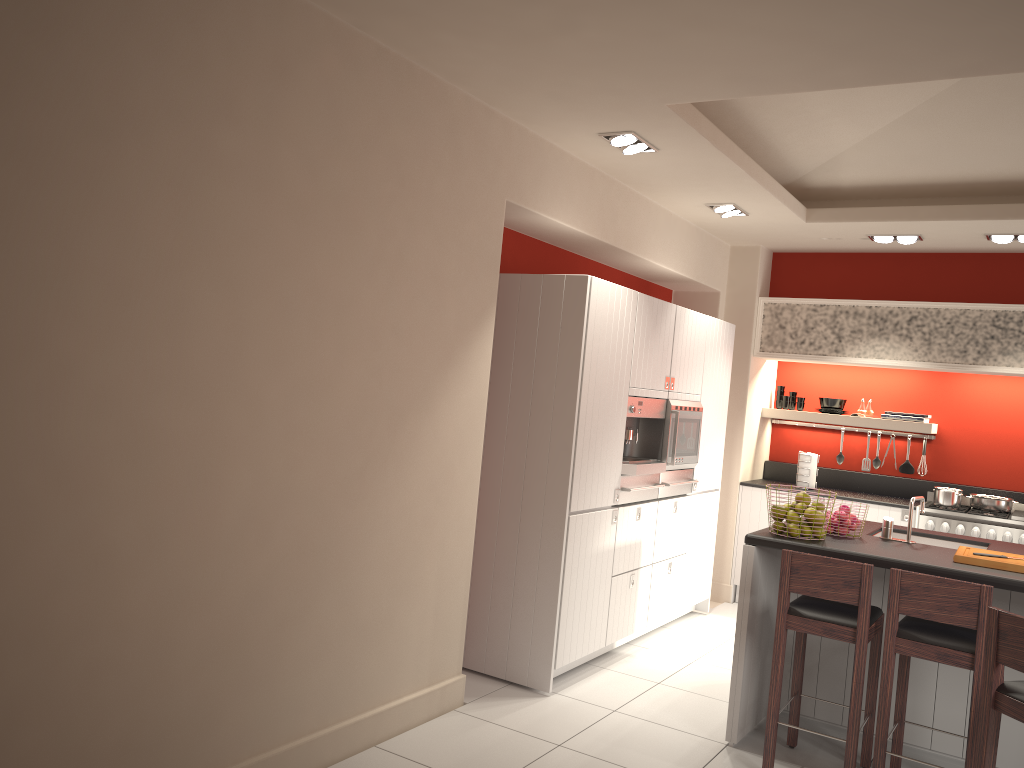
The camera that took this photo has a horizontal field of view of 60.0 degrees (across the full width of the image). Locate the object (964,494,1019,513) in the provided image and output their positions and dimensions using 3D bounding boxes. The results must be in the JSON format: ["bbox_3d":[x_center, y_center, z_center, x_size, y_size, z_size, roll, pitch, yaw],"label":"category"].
[{"bbox_3d":[3.722,0.927,6.892,0.309,0.105,0.309,5,0,-31],"label":"object"}]

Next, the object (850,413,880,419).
[{"bbox_3d":[3.001,0.270,7.536,0.183,0.027,0.160,5,0,-30],"label":"object"}]

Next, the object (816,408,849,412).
[{"bbox_3d":[2.777,0.232,7.702,0.280,0.016,0.280,5,0,31],"label":"object"}]

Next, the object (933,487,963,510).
[{"bbox_3d":[3.321,0.871,6.762,0.201,0.148,0.201,5,0,24],"label":"object"}]

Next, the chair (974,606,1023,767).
[{"bbox_3d":[1.923,1.317,3.031,0.474,1.008,0.383,5,0,-18],"label":"chair"}]

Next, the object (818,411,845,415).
[{"bbox_3d":[2.775,0.254,7.702,0.280,0.016,0.280,5,0,31],"label":"object"}]

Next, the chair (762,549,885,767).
[{"bbox_3d":[1.451,1.272,4.079,0.383,1.008,0.474,5,0,32],"label":"chair"}]

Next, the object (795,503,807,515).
[{"bbox_3d":[1.425,0.615,4.369,0.062,0.061,0.057,6,0,-44],"label":"object"}]

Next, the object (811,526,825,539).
[{"bbox_3d":[1.501,0.724,4.350,0.068,0.068,0.068,5,0,43],"label":"object"}]

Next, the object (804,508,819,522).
[{"bbox_3d":[1.458,0.636,4.320,0.067,0.068,0.067,5,0,-6],"label":"object"}]

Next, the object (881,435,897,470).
[{"bbox_3d":[3.219,0.575,7.547,0.124,0.297,0.009,5,0,32],"label":"object"}]

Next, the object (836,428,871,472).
[{"bbox_3d":[2.971,0.569,7.695,0.287,0.351,0.022,5,0,33],"label":"object"}]

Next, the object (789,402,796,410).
[{"bbox_3d":[2.498,0.196,7.909,0.070,0.076,0.070,5,0,3],"label":"object"}]

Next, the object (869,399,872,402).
[{"bbox_3d":[3.053,0.143,7.560,0.026,0.032,0.023,5,0,14],"label":"object"}]

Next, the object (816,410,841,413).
[{"bbox_3d":[2.776,0.248,7.702,0.280,0.016,0.280,5,0,31],"label":"object"}]

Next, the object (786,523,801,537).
[{"bbox_3d":[1.371,0.712,4.318,0.068,0.068,0.068,5,0,43],"label":"object"}]

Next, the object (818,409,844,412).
[{"bbox_3d":[2.777,0.238,7.702,0.280,0.016,0.280,5,0,31],"label":"object"}]

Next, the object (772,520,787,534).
[{"bbox_3d":[1.326,0.708,4.393,0.068,0.068,0.068,5,0,43],"label":"object"}]

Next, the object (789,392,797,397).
[{"bbox_3d":[2.506,0.109,7.909,0.070,0.076,0.070,5,0,3],"label":"object"}]

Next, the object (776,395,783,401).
[{"bbox_3d":[2.408,0.143,7.967,0.070,0.076,0.070,5,0,3],"label":"object"}]

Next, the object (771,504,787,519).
[{"bbox_3d":[1.321,0.633,4.395,0.077,0.068,0.076,5,0,25],"label":"object"}]

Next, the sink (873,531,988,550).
[{"bbox_3d":[2.220,0.980,4.750,0.568,0.258,0.516,5,0,32],"label":"sink"}]

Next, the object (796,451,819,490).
[{"bbox_3d":[2.451,0.717,7.373,0.168,0.304,0.163,6,0,-29],"label":"object"}]

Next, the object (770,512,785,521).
[{"bbox_3d":[1.337,0.656,4.458,0.076,0.077,0.076,5,0,-4],"label":"object"}]

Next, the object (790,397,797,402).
[{"bbox_3d":[2.502,0.152,7.909,0.070,0.076,0.070,5,0,3],"label":"object"}]

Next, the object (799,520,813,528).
[{"bbox_3d":[1.476,0.714,4.433,0.084,0.079,0.086,5,0,-13],"label":"object"}]

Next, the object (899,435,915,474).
[{"bbox_3d":[3.346,0.595,7.489,0.123,0.331,0.040,5,0,32],"label":"object"}]

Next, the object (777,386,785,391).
[{"bbox_3d":[2.416,0.056,7.968,0.070,0.076,0.070,5,0,3],"label":"object"}]

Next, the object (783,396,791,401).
[{"bbox_3d":[2.409,0.144,7.783,0.070,0.076,0.070,5,0,3],"label":"object"}]

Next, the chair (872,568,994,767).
[{"bbox_3d":[1.842,1.309,3.836,0.383,1.008,0.474,5,0,34],"label":"chair"}]

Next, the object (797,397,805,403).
[{"bbox_3d":[2.530,0.155,7.767,0.070,0.076,0.070,5,0,3],"label":"object"}]

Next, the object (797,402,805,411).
[{"bbox_3d":[2.526,0.199,7.766,0.070,0.076,0.070,5,0,3],"label":"object"}]

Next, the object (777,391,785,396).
[{"bbox_3d":[2.412,0.100,7.968,0.070,0.076,0.070,5,0,3],"label":"object"}]

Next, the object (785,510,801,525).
[{"bbox_3d":[1.385,0.660,4.371,0.076,0.077,0.076,5,0,-4],"label":"object"}]

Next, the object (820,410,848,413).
[{"bbox_3d":[2.776,0.243,7.702,0.280,0.016,0.280,5,0,31],"label":"object"}]

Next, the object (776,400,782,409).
[{"bbox_3d":[2.403,0.187,7.967,0.070,0.076,0.070,5,0,3],"label":"object"}]

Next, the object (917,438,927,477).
[{"bbox_3d":[3.439,0.610,7.409,0.069,0.328,0.069,5,0,9],"label":"object"}]

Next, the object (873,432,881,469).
[{"bbox_3d":[3.134,0.570,7.597,0.067,0.323,0.022,5,0,30],"label":"object"}]

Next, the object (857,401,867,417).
[{"bbox_3d":[2.968,0.210,7.514,0.076,0.131,0.076,5,0,-16],"label":"object"}]

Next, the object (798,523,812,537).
[{"bbox_3d":[1.440,0.718,4.362,0.068,0.068,0.068,5,0,43],"label":"object"}]

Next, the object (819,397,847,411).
[{"bbox_3d":[2.782,0.181,7.703,0.232,0.108,0.232,5,0,-17],"label":"object"}]

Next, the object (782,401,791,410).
[{"bbox_3d":[2.404,0.187,7.783,0.070,0.076,0.070,5,0,3],"label":"object"}]

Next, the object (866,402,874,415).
[{"bbox_3d":[3.045,0.217,7.559,0.077,0.134,0.076,5,0,15],"label":"object"}]
